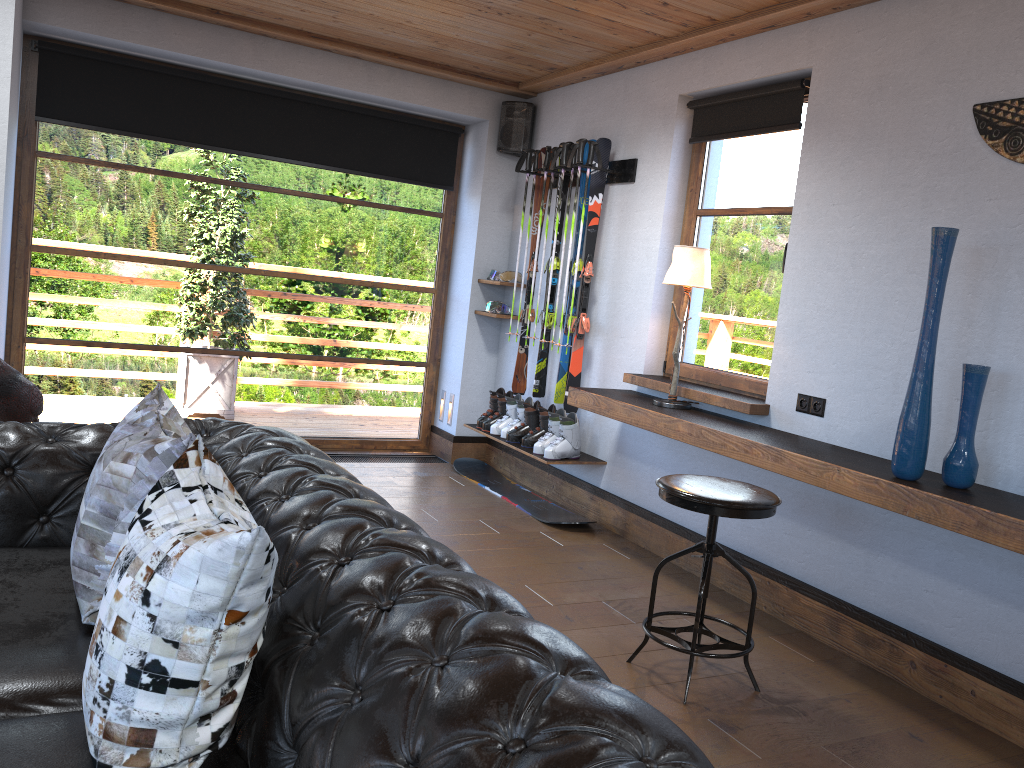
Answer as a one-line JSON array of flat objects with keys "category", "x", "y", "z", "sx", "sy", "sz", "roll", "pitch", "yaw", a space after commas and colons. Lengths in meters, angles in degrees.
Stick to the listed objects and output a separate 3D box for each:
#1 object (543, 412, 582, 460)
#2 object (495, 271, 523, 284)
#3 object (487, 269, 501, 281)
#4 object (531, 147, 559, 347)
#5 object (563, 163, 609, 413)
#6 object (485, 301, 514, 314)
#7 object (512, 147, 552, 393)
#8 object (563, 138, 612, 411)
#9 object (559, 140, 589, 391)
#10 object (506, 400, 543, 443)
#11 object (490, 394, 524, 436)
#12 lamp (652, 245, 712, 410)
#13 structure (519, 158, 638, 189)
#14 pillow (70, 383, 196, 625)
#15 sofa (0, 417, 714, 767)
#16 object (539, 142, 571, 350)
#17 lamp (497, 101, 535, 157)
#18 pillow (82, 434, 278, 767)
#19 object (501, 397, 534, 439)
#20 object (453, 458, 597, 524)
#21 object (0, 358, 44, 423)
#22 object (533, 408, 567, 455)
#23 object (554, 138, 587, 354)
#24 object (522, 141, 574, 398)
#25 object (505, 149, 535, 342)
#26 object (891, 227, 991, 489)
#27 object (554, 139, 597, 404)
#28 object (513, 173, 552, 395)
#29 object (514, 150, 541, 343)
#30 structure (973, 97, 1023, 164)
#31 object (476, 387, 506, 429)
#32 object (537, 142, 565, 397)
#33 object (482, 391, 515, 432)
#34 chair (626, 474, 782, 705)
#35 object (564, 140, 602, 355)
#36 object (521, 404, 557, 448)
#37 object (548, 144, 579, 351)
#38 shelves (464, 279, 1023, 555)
[{"category": "object", "x": 0.300, "y": 0.294, "z": 5.124, "sx": 0.254, "sy": 0.270, "sz": 0.115, "roll": 3, "pitch": 7, "yaw": -34}, {"category": "object", "x": -0.009, "y": -0.741, "z": 6.129, "sx": 0.191, "sy": 0.084, "sz": 0.158, "roll": 3, "pitch": 7, "yaw": -30}, {"category": "object", "x": -0.092, "y": -0.767, "z": 6.283, "sx": 0.161, "sy": 0.084, "sz": 0.188, "roll": 3, "pitch": 7, "yaw": -30}, {"category": "object", "x": 0.183, "y": -0.858, "z": 5.580, "sx": 0.120, "sy": 1.247, "sz": 0.060, "roll": 12, "pitch": 7, "yaw": 43}, {"category": "object", "x": 0.421, "y": -0.625, "z": 5.276, "sx": 0.116, "sy": 1.604, "sz": 0.094, "roll": 3, "pitch": 6, "yaw": -29}, {"category": "object", "x": -0.080, "y": -0.539, "z": 6.233, "sx": 0.187, "sy": 0.084, "sz": 0.353, "roll": 7, "pitch": 6, "yaw": 7}, {"category": "object", "x": 0.150, "y": -0.726, "z": 5.765, "sx": 0.116, "sy": 1.604, "sz": 0.094, "roll": 3, "pitch": 6, "yaw": -29}, {"category": "object", "x": 0.458, "y": -0.626, "z": 5.186, "sx": 0.116, "sy": 1.604, "sz": 0.094, "roll": 3, "pitch": 6, "yaw": -29}, {"category": "object", "x": 0.377, "y": -0.685, "z": 5.482, "sx": 0.112, "sy": 1.619, "sz": 0.072, "roll": 3, "pitch": 6, "yaw": -29}, {"category": "object", "x": 0.099, "y": 0.230, "z": 5.495, "sx": 0.252, "sy": 0.270, "sz": 0.116, "roll": 6, "pitch": 6, "yaw": -9}, {"category": "object", "x": -0.013, "y": 0.192, "z": 5.713, "sx": 0.254, "sy": 0.270, "sz": 0.116, "roll": 4, "pitch": 6, "yaw": -24}, {"category": "lamp", "x": 0.977, "y": 0.071, "z": 4.512, "sx": 0.638, "sy": 1.479, "sz": 0.244, "roll": 4, "pitch": 6, "yaw": -26}, {"category": "structure", "x": 0.349, "y": -1.306, "z": 5.456, "sx": 0.322, "sy": 0.134, "sz": 1.042, "roll": 3, "pitch": 7, "yaw": -28}, {"category": "pillow", "x": -0.872, "y": 0.264, "z": 2.087, "sx": 0.286, "sy": 0.468, "sz": 0.524, "roll": 4, "pitch": 7, "yaw": -26}, {"category": "sofa", "x": -0.728, "y": 0.641, "z": 1.674, "sx": 1.252, "sy": 0.837, "sz": 2.544, "roll": 3, "pitch": 7, "yaw": -29}, {"category": "object", "x": 0.227, "y": -0.828, "z": 5.358, "sx": 0.120, "sy": 1.247, "sz": 0.059, "roll": 8, "pitch": 6, "yaw": 18}, {"category": "lamp", "x": 0.031, "y": -1.776, "z": 6.166, "sx": 0.216, "sy": 0.349, "sz": 0.212, "roll": 3, "pitch": 6, "yaw": -29}, {"category": "pillow", "x": -0.559, "y": 0.366, "z": 1.498, "sx": 0.286, "sy": 0.468, "sz": 0.524, "roll": 4, "pitch": 7, "yaw": -26}, {"category": "object", "x": 0.056, "y": 0.211, "z": 5.615, "sx": 0.254, "sy": 0.270, "sz": 0.116, "roll": 4, "pitch": 6, "yaw": -24}, {"category": "object", "x": 0.036, "y": 0.679, "z": 5.637, "sx": 0.311, "sy": 0.065, "sz": 1.611, "roll": 3, "pitch": 7, "yaw": -28}, {"category": "object", "x": -1.614, "y": 0.061, "z": 2.854, "sx": 0.149, "sy": 0.318, "sz": 0.249, "roll": 8, "pitch": 6, "yaw": 12}, {"category": "object", "x": 0.242, "y": 0.275, "z": 5.234, "sx": 0.254, "sy": 0.270, "sz": 0.115, "roll": 3, "pitch": 7, "yaw": -34}, {"category": "object", "x": 0.312, "y": -0.797, "z": 5.167, "sx": 0.120, "sy": 1.247, "sz": 0.059, "roll": 9, "pitch": 6, "yaw": 28}, {"category": "object", "x": 0.205, "y": -0.714, "z": 5.564, "sx": 0.257, "sy": 1.619, "sz": 0.103, "roll": 3, "pitch": 6, "yaw": -33}, {"category": "object", "x": 0.028, "y": -0.892, "z": 5.716, "sx": 0.058, "sy": 1.247, "sz": 0.122, "roll": 12, "pitch": 7, "yaw": 43}, {"category": "object", "x": 1.487, "y": -0.086, "z": 3.002, "sx": 0.272, "sy": 0.861, "sz": 0.112, "roll": 8, "pitch": 6, "yaw": 16}, {"category": "object", "x": 0.402, "y": -0.674, "z": 5.412, "sx": 0.112, "sy": 1.619, "sz": 0.072, "roll": 3, "pitch": 6, "yaw": -29}, {"category": "object", "x": 0.114, "y": -0.726, "z": 5.856, "sx": 0.116, "sy": 1.604, "sz": 0.094, "roll": 3, "pitch": 6, "yaw": -29}, {"category": "object", "x": 0.076, "y": -0.894, "z": 5.783, "sx": 0.120, "sy": 1.247, "sz": 0.060, "roll": 12, "pitch": 7, "yaw": 43}, {"category": "structure", "x": 1.923, "y": -0.812, "z": 2.686, "sx": 0.099, "sy": 0.239, "sz": 1.238, "roll": 3, "pitch": 7, "yaw": -28}, {"category": "object", "x": -0.122, "y": 0.156, "z": 5.923, "sx": 0.254, "sy": 0.270, "sz": 0.115, "roll": 2, "pitch": 7, "yaw": -39}, {"category": "object", "x": 0.248, "y": -0.720, "z": 5.660, "sx": 0.112, "sy": 1.619, "sz": 0.072, "roll": 3, "pitch": 6, "yaw": -29}, {"category": "object", "x": -0.069, "y": 0.174, "z": 5.819, "sx": 0.254, "sy": 0.270, "sz": 0.116, "roll": 4, "pitch": 6, "yaw": -24}, {"category": "chair", "x": 0.689, "y": 0.715, "z": 3.165, "sx": 0.445, "sy": 0.715, "sz": 0.438, "roll": 4, "pitch": 6, "yaw": -25}, {"category": "object", "x": 0.418, "y": -0.785, "z": 5.163, "sx": 0.120, "sy": 1.247, "sz": 0.059, "roll": 9, "pitch": 6, "yaw": 23}, {"category": "object", "x": 0.189, "y": 0.251, "z": 5.394, "sx": 0.253, "sy": 0.270, "sz": 0.116, "roll": 5, "pitch": 6, "yaw": -14}, {"category": "object", "x": 0.291, "y": -0.823, "z": 5.377, "sx": 0.120, "sy": 1.247, "sz": 0.060, "roll": 12, "pitch": 7, "yaw": 43}, {"category": "shelves", "x": 1.316, "y": 0.244, "z": 3.520, "sx": 0.618, "sy": 0.987, "sz": 6.589, "roll": 4, "pitch": 7, "yaw": -28}]
